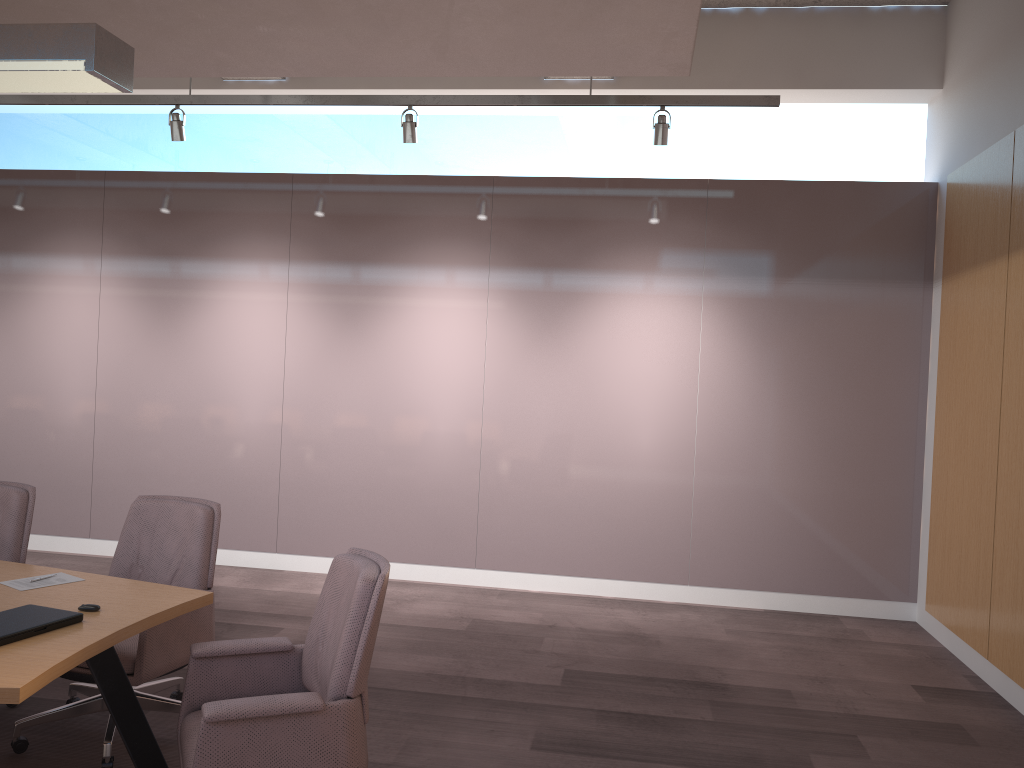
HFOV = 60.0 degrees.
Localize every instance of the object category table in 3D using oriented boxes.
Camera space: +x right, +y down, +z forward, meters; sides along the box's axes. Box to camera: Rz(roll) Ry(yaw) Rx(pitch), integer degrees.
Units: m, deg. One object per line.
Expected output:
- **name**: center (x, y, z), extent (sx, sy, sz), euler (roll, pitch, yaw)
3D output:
- **table**: center (-5.109, 0.930, 3.248), extent (8.000, 0.748, 1.885), euler (3, 1, 8)

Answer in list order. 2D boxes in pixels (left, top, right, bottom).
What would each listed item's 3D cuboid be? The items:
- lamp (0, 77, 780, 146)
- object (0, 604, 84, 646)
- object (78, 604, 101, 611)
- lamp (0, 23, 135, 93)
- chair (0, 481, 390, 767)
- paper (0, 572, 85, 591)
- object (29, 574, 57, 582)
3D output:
- **lamp**: center (-4.696, -2.278, 3.126), extent (12.467, 1.321, 5.699), euler (3, 1, 8)
- **object**: center (-1.490, 0.716, 2.639), extent (0.231, 0.026, 0.325), euler (3, 1, 21)
- **object**: center (-1.368, 0.722, 2.870), extent (0.070, 0.019, 0.039), euler (3, 1, 2)
- **lamp**: center (-4.600, -2.003, 3.154), extent (6.974, 1.864, 0.200), euler (3, 1, 8)
- **chair**: center (-5.208, 0.823, 3.271), extent (9.673, 0.948, 3.001), euler (3, 1, 9)
- **paper**: center (-5.000, 0.559, 3.238), extent (6.800, 0.001, 1.713), euler (3, 1, 9)
- **object**: center (-1.709, 0.707, 3.238), extent (0.009, 0.009, 0.125), euler (3, 1, 16)
